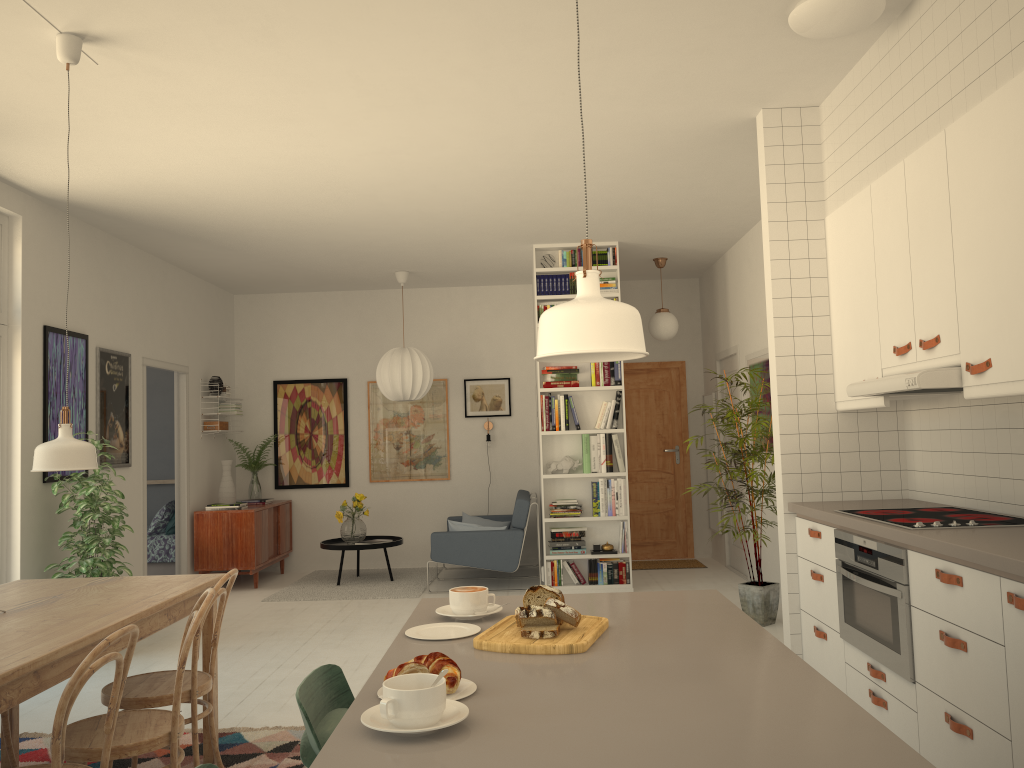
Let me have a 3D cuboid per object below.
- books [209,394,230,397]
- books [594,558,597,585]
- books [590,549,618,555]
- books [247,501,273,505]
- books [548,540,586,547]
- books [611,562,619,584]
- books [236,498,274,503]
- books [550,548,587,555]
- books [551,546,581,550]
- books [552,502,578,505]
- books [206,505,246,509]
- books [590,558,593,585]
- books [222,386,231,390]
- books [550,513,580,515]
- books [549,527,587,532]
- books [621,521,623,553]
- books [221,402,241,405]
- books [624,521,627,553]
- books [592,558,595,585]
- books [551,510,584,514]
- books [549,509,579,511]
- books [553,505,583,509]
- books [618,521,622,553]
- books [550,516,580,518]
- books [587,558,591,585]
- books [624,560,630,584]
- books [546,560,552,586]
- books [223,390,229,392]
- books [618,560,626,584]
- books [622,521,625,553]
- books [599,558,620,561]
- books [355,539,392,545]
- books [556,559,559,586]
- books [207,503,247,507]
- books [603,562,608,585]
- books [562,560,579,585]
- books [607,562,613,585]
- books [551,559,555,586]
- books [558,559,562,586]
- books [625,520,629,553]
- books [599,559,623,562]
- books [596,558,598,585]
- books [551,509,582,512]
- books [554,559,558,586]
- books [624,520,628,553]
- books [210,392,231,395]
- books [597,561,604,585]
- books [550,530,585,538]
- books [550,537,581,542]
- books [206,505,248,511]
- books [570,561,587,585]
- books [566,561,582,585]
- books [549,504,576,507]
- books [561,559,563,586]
[{"bbox_3d":[-2.824,0.116,8.575,0.159,0.028,0.146,-2,-4,-2],"label":"books"},{"bbox_3d":[0.680,1.539,7.334,0.015,0.214,0.202,-2,-4,1],"label":"books"},{"bbox_3d":[0.755,1.382,7.294,0.214,0.023,0.130,-2,-4,1],"label":"books"},{"bbox_3d":[-2.574,1.171,8.718,0.371,0.022,0.259,-2,-4,1],"label":"books"},{"bbox_3d":[0.451,1.320,7.355,0.297,0.039,0.165,-2,-4,-4],"label":"books"},{"bbox_3d":[0.851,1.557,7.352,0.050,0.170,0.221,-2,-4,1],"label":"books"},{"bbox_3d":[-2.561,1.150,8.725,0.368,0.020,0.254,-2,-4,3],"label":"books"},{"bbox_3d":[0.469,1.386,7.365,0.297,0.039,0.204,-2,-4,6],"label":"books"},{"bbox_3d":[0.444,1.353,7.368,0.241,0.024,0.168,-2,-4,-4],"label":"books"},{"bbox_3d":[0.437,0.991,7.382,0.212,0.017,0.165,-2,-4,-2],"label":"books"},{"bbox_3d":[-2.611,1.118,8.103,0.296,0.015,0.240,-2,-4,0],"label":"books"},{"bbox_3d":[0.650,1.540,7.340,0.015,0.214,0.202,-2,-4,1],"label":"books"},{"bbox_3d":[-2.817,0.040,8.570,0.178,0.036,0.145,-2,-4,-6],"label":"books"},{"bbox_3d":[0.443,1.074,7.365,0.248,0.009,0.170,-2,-4,4],"label":"books"},{"bbox_3d":[0.464,1.205,7.379,0.297,0.024,0.162,-1,-4,-8],"label":"books"},{"bbox_3d":[0.905,1.264,7.366,0.030,0.256,0.198,-2,-4,1],"label":"books"},{"bbox_3d":[-2.809,0.197,8.874,0.147,0.016,0.195,-2,-4,-2],"label":"books"},{"bbox_3d":[0.933,1.261,7.358,0.008,0.257,0.184,-2,-4,1],"label":"books"},{"bbox_3d":[0.665,1.539,7.327,0.015,0.214,0.202,-2,-4,1],"label":"books"},{"bbox_3d":[0.467,1.062,7.391,0.255,0.014,0.197,-3,-4,11],"label":"books"},{"bbox_3d":[0.430,1.040,7.356,0.238,0.012,0.120,-2,-4,-4],"label":"books"},{"bbox_3d":[0.467,1.021,7.378,0.235,0.025,0.163,-2,-4,7],"label":"books"},{"bbox_3d":[0.896,1.264,7.364,0.034,0.257,0.209,-2,-4,1],"label":"books"},{"bbox_3d":[0.438,1.097,7.357,0.247,0.009,0.170,-2,-4,4],"label":"books"},{"bbox_3d":[0.635,1.540,7.333,0.015,0.214,0.202,-2,-4,1],"label":"books"},{"bbox_3d":[0.948,1.550,7.349,0.032,0.176,0.230,-2,-4,1],"label":"books"},{"bbox_3d":[0.303,1.564,7.342,0.039,0.199,0.185,-2,-4,1],"label":"books"},{"bbox_3d":[-2.828,0.071,8.574,0.155,0.024,0.136,-2,-4,-6],"label":"books"},{"bbox_3d":[0.904,1.549,7.331,0.056,0.180,0.201,-2,-4,1],"label":"books"},{"bbox_3d":[0.914,1.262,7.331,0.033,0.258,0.130,-2,-4,1],"label":"books"},{"bbox_3d":[0.803,1.448,7.321,0.165,0.006,0.102,-2,-4,1],"label":"books"},{"bbox_3d":[-1.270,1.462,8.154,0.200,0.031,0.289,-4,-4,35],"label":"books"},{"bbox_3d":[0.376,1.555,7.347,0.012,0.206,0.193,-2,-4,1],"label":"books"},{"bbox_3d":[-2.600,1.103,8.104,0.311,0.015,0.192,-2,-4,4],"label":"books"},{"bbox_3d":[0.762,1.556,7.339,0.032,0.176,0.222,-2,-4,1],"label":"books"},{"bbox_3d":[0.482,1.553,7.334,0.135,0.200,0.134,-2,-4,1],"label":"books"},{"bbox_3d":[0.802,1.561,7.338,0.048,0.163,0.209,-2,-4,1],"label":"books"},{"bbox_3d":[0.336,1.557,7.338,0.026,0.206,0.187,-2,-4,1],"label":"books"},{"bbox_3d":[0.393,1.550,7.348,0.021,0.215,0.174,-2,-4,1],"label":"books"},{"bbox_3d":[0.949,1.260,7.337,0.011,0.256,0.139,-2,-4,1],"label":"books"},{"bbox_3d":[0.817,1.457,7.339,0.193,0.012,0.130,-2,-4,1],"label":"books"},{"bbox_3d":[0.695,1.539,7.340,0.015,0.214,0.202,-2,-4,1],"label":"books"},{"bbox_3d":[0.447,1.050,7.373,0.250,0.008,0.135,-2,-4,-3],"label":"books"},{"bbox_3d":[0.360,1.554,7.334,0.020,0.211,0.184,-2,-4,1],"label":"books"},{"bbox_3d":[0.940,1.260,7.346,0.007,0.257,0.180,-2,-4,1],"label":"books"},{"bbox_3d":[-2.817,0.092,8.579,0.158,0.019,0.131,-2,-4,3],"label":"books"},{"bbox_3d":[0.726,1.556,7.345,0.044,0.179,0.224,-2,-4,1],"label":"books"},{"bbox_3d":[0.461,1.241,7.362,0.285,0.047,0.185,-2,-4,1],"label":"books"},{"bbox_3d":[0.444,1.284,7.357,0.247,0.039,0.142,-2,-4,-2],"label":"books"},{"bbox_3d":[-2.601,1.134,8.102,0.320,0.020,0.237,-2,-4,-3],"label":"books"},{"bbox_3d":[0.544,1.558,7.332,0.131,0.188,0.136,-2,-4,1],"label":"books"},{"bbox_3d":[0.512,1.555,7.326,0.118,0.192,0.118,-2,-4,1],"label":"books"},{"bbox_3d":[0.424,1.004,7.373,0.221,0.010,0.169,-2,-4,4],"label":"books"},{"bbox_3d":[0.409,1.549,7.333,0.010,0.215,0.193,-2,-4,1],"label":"books"}]
